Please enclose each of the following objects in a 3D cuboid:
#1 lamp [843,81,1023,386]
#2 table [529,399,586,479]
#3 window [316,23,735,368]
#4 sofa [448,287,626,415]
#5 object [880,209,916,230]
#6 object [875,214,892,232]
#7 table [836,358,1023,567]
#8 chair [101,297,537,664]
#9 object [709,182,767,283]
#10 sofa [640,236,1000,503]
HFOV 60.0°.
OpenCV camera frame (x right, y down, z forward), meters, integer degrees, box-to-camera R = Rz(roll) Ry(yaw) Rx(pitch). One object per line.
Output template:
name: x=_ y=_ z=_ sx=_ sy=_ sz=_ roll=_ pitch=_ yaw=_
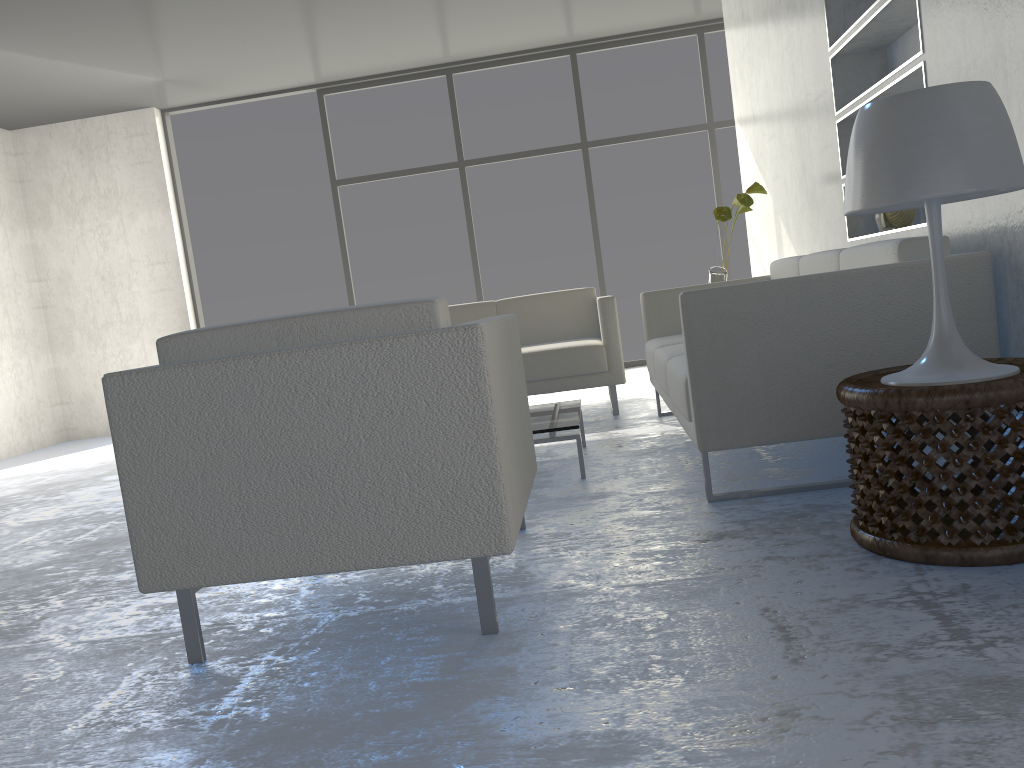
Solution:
lamp: x=0.887 y=-0.303 z=1.855 sx=0.347 sy=0.582 sz=0.347 roll=-10 pitch=6 yaw=-26
table: x=-0.113 y=0.243 z=3.374 sx=0.773 sy=0.190 sz=0.730 roll=-7 pitch=5 yaw=6
window: x=0.653 y=-1.335 z=6.852 sx=4.080 sy=2.477 sz=0.037 roll=-7 pitch=5 yaw=6
sofa: x=-0.350 y=-0.099 z=4.880 sx=1.881 sy=0.658 sz=0.821 roll=-7 pitch=5 yaw=6
object: x=1.421 y=-0.653 z=3.310 sx=0.088 sy=0.179 sz=0.163 roll=-8 pitch=5 yaw=-4
object: x=1.463 y=-0.646 z=3.458 sx=0.086 sy=0.128 sz=0.086 roll=-6 pitch=5 yaw=16
table: x=0.948 y=0.152 z=1.895 sx=0.452 sy=0.358 sz=0.452 roll=-10 pitch=5 yaw=-19
chair: x=-0.354 y=0.153 z=2.093 sx=0.748 sy=0.662 sz=0.821 roll=-7 pitch=5 yaw=6
object: x=1.063 y=-0.438 z=4.331 sx=0.387 sy=1.051 sz=0.400 roll=-4 pitch=6 yaw=33
sofa: x=0.951 y=-0.131 z=3.287 sx=0.821 sy=0.658 sz=1.881 roll=-7 pitch=5 yaw=6
